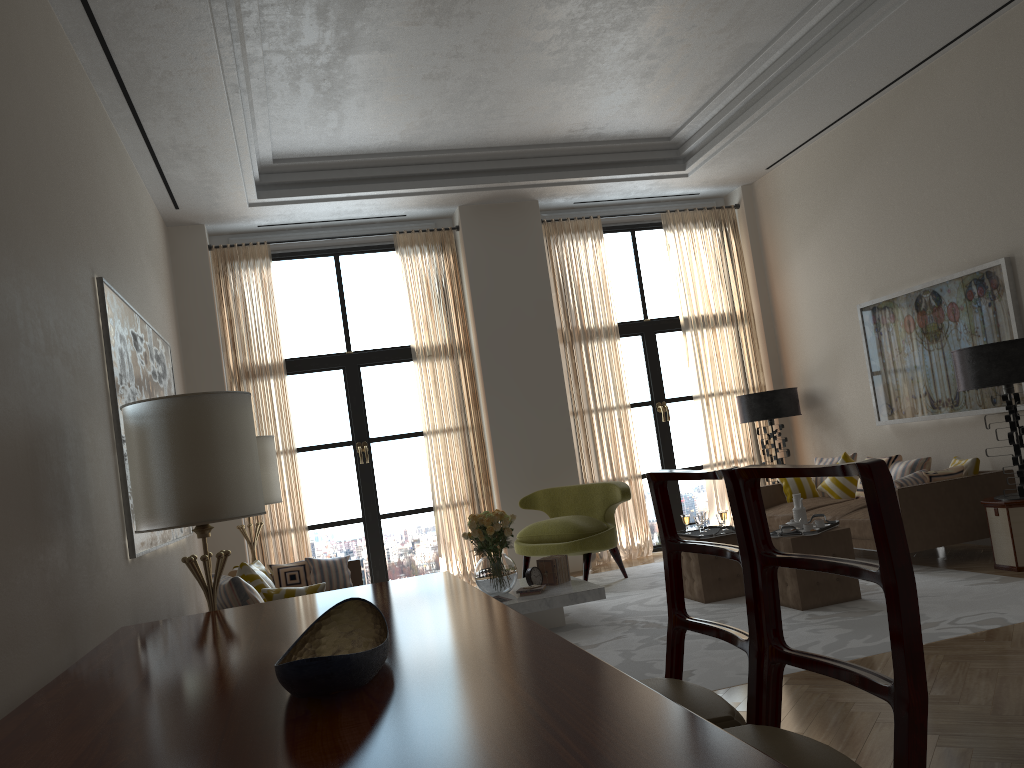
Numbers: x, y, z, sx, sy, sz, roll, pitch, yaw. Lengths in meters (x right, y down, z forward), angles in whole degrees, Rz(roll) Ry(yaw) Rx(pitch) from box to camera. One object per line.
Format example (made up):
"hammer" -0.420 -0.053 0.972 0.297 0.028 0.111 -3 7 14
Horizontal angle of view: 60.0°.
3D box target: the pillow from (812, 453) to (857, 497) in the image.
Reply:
"pillow" 4.037 1.185 11.142 0.355 0.575 0.625 -6 -5 -35

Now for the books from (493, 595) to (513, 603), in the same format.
"books" -0.226 1.985 8.129 0.280 0.038 0.385 -4 -6 -41

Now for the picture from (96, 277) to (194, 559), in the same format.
"picture" -3.113 0.401 7.706 0.045 1.995 3.069 -7 -4 -13

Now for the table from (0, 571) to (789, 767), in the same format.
"table" -0.742 1.500 3.149 1.798 1.025 3.811 -7 -5 -14

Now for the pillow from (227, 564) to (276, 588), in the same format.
"pillow" -2.139 1.783 7.418 0.403 0.546 0.619 -7 -4 -11

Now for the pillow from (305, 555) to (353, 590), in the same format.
"pillow" -1.805 1.912 8.833 0.497 0.427 0.328 -6 -4 -26

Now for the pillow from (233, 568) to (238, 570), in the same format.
"pillow" -2.274 1.897 7.770 0.370 0.565 0.661 -7 -4 -19

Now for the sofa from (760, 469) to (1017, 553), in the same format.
"sofa" 3.994 1.490 9.971 1.350 0.818 2.987 -7 -5 -14

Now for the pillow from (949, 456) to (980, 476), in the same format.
"pillow" 4.550 0.984 8.990 0.296 0.475 0.516 -9 -4 7

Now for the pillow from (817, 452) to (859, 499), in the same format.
"pillow" 4.051 1.133 10.739 0.769 0.616 0.355 -11 -4 30

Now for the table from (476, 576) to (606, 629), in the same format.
"table" -0.069 2.192 8.585 1.582 0.342 1.504 -7 -5 -14

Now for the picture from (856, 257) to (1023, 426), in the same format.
"picture" 4.596 -0.362 9.599 0.080 1.478 2.273 -7 -4 -16

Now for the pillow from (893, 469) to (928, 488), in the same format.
"pillow" 3.892 1.089 8.771 0.497 0.427 0.328 -6 -4 -26

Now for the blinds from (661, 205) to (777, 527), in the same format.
"blinds" 3.077 -0.143 12.877 1.241 4.866 0.419 -8 -3 -12

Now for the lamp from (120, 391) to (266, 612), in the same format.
"lamp" -1.856 1.217 5.439 0.769 2.251 0.766 -11 -4 42

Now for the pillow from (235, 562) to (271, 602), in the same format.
"pillow" -1.990 1.677 6.875 0.769 0.616 0.355 -11 -4 30

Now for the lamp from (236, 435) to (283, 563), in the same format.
"lamp" -2.923 1.748 9.960 0.769 2.251 0.767 -11 -4 39

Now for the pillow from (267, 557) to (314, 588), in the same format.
"pillow" -2.165 1.963 8.780 0.464 0.411 0.304 -7 -4 -16

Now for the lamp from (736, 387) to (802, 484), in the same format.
"lamp" 3.643 1.107 12.143 0.829 2.015 0.831 -8 -3 -10

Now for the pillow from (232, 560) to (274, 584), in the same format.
"pillow" -2.470 1.961 8.616 0.296 0.475 0.516 -9 -4 7

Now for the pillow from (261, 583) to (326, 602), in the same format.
"pillow" -1.548 1.654 6.417 0.482 0.432 0.318 -8 -4 -4

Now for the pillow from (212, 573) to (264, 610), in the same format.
"pillow" -1.972 1.657 6.471 0.355 0.575 0.625 -6 -5 -35

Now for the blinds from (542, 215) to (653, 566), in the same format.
"blinds" 1.173 0.091 12.407 0.959 4.866 0.420 -8 -3 -12

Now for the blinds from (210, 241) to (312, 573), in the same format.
"blinds" -3.151 0.628 11.335 0.780 4.879 0.420 -8 -3 -12

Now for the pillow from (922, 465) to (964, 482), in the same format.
"pillow" 4.253 1.045 8.823 0.464 0.411 0.304 -7 -4 -16

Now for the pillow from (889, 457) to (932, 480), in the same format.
"pillow" 4.364 1.117 9.833 0.370 0.565 0.661 -7 -4 -19

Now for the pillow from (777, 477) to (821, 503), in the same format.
"pillow" 3.630 1.310 11.189 0.482 0.432 0.318 -8 -4 -4

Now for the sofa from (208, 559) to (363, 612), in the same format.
"sofa" -1.818 2.126 7.599 1.350 0.818 2.987 -7 -5 -14

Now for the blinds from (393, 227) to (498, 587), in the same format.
"blinds" -0.847 0.339 11.905 0.873 4.866 0.419 -8 -3 -11

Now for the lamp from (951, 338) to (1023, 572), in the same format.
"lamp" 4.605 0.626 8.040 0.829 2.015 0.832 -7 -3 -13

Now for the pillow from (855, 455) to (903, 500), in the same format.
"pillow" 4.210 1.104 10.192 0.403 0.546 0.619 -7 -4 -11
